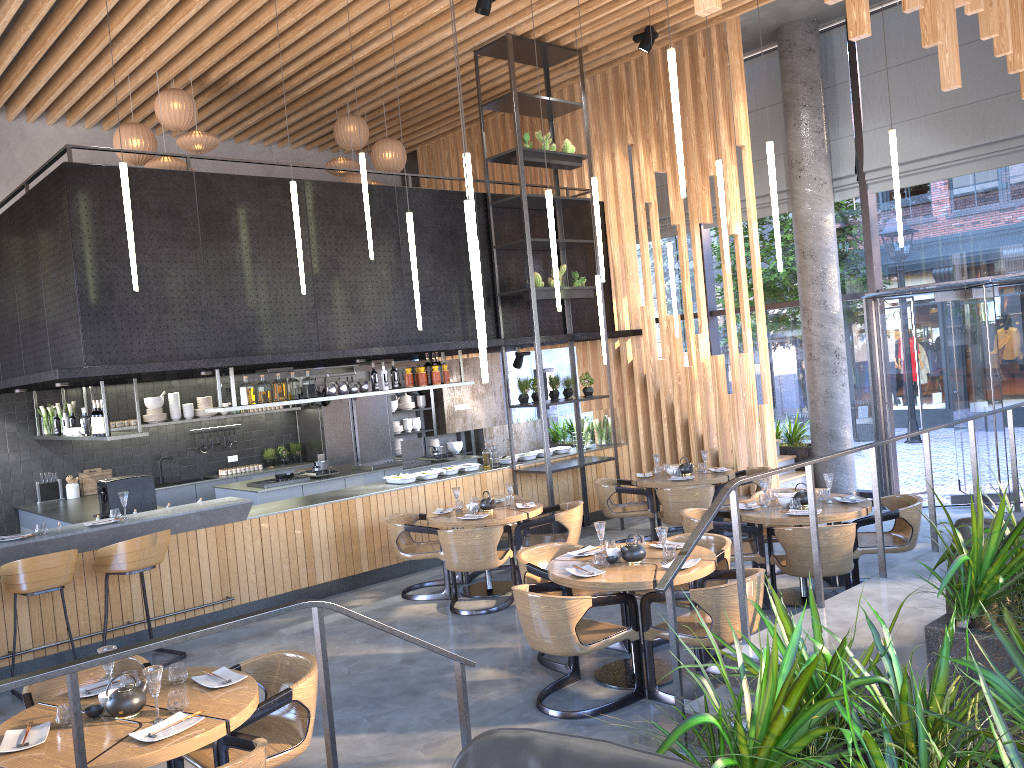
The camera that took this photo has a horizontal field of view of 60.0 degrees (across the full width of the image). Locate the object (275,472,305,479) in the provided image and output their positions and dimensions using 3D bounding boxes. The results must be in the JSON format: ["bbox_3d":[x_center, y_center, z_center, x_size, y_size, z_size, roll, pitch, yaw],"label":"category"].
[{"bbox_3d":[-2.780,1.136,11.009,0.351,0.061,0.232,-5,2,27],"label":"object"}]

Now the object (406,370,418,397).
[{"bbox_3d":[-1.377,-0.012,12.289,0.166,0.387,0.200,-6,2,-37],"label":"object"}]

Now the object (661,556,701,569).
[{"bbox_3d":[1.067,1.119,5.538,0.170,0.025,0.294,-4,2,33],"label":"object"}]

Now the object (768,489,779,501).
[{"bbox_3d":[2.196,0.935,7.459,0.086,0.086,0.086,-6,1,-10],"label":"object"}]

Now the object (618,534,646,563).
[{"bbox_3d":[0.782,1.062,5.750,0.168,0.179,0.163,-5,1,13],"label":"object"}]

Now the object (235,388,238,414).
[{"bbox_3d":[-3.315,0.187,10.659,0.024,0.337,0.068,-7,2,-41],"label":"object"}]

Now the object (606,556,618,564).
[{"bbox_3d":[0.649,1.143,5.748,0.080,0.042,0.080,-6,1,-17],"label":"object"}]

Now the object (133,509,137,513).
[{"bbox_3d":[-3.312,1.208,7.820,0.038,0.203,0.057,-6,1,-16],"label":"object"}]

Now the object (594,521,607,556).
[{"bbox_3d":[0.603,1.048,5.989,0.082,0.227,0.082,-5,1,18],"label":"object"}]

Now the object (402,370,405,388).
[{"bbox_3d":[-1.530,-0.051,12.410,0.103,0.280,0.103,-4,2,35],"label":"object"}]

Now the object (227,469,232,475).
[{"bbox_3d":[-3.986,1.236,12.516,0.062,0.078,0.062,-6,2,-36],"label":"object"}]

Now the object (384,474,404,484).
[{"bbox_3d":[-1.217,1.035,9.636,0.268,0.074,0.402,-7,2,-41],"label":"object"}]

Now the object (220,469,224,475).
[{"bbox_3d":[-4.082,1.245,12.522,0.062,0.078,0.062,-6,2,-36],"label":"object"}]

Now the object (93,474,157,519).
[{"bbox_3d":[-4.022,1.166,9.175,0.562,0.400,0.322,-7,2,-41],"label":"object"}]

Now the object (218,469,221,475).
[{"bbox_3d":[-4.129,1.248,12.576,0.062,0.078,0.062,-6,2,-36],"label":"object"}]

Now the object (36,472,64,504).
[{"bbox_3d":[-5.806,1.292,11.121,0.322,0.371,0.067,-7,2,-41],"label":"object"}]

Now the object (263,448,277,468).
[{"bbox_3d":[-3.560,1.082,13.067,0.211,0.283,0.221,-6,2,-28],"label":"object"}]

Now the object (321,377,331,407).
[{"bbox_3d":[-2.335,0.095,11.119,0.070,0.372,0.243,-7,2,-41],"label":"object"}]

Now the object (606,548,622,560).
[{"bbox_3d":[0.682,1.126,5.852,0.116,0.065,0.116,-5,1,11],"label":"object"}]

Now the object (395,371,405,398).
[{"bbox_3d":[-1.610,0.002,12.550,0.161,0.386,0.200,-6,1,-17],"label":"object"}]

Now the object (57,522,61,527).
[{"bbox_3d":[-3.787,1.261,7.442,0.042,0.203,0.076,-5,1,-8],"label":"object"}]

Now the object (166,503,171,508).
[{"bbox_3d":[-3.102,1.184,8.014,0.048,0.203,0.096,-5,1,3],"label":"object"}]

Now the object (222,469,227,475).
[{"bbox_3d":[-4.037,1.242,12.470,0.062,0.078,0.062,-6,2,-36],"label":"object"}]

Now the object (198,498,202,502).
[{"bbox_3d":[-2.894,1.159,8.224,0.100,0.203,0.040,-5,2,20],"label":"object"}]

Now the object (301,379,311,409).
[{"bbox_3d":[-2.722,0.129,11.571,0.161,0.386,0.200,-6,1,-17],"label":"object"}]

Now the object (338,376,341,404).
[{"bbox_3d":[-2.267,0.077,11.713,0.024,0.363,0.033,-7,2,-41],"label":"object"}]

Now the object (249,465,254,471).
[{"bbox_3d":[-3.738,1.208,12.734,0.062,0.078,0.062,-6,2,-36],"label":"object"}]

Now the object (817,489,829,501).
[{"bbox_3d":[2.545,0.908,7.252,0.086,0.086,0.086,-5,1,-4],"label":"object"}]

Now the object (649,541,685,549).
[{"bbox_3d":[1.063,1.105,6.086,0.170,0.025,0.294,-7,2,-44],"label":"object"}]

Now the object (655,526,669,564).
[{"bbox_3d":[0.960,1.024,5.627,0.082,0.227,0.082,-5,1,-8],"label":"object"}]

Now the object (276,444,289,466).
[{"bbox_3d":[-3.409,1.051,13.192,0.172,0.311,0.179,-6,2,-30],"label":"object"}]

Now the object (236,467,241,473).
[{"bbox_3d":[-3.886,1.225,12.603,0.062,0.078,0.062,-6,2,-36],"label":"object"}]

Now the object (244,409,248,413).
[{"bbox_3d":[-3.168,0.176,10.497,0.031,0.336,0.104,-7,2,-42],"label":"object"}]

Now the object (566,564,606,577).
[{"bbox_3d":[0.450,1.175,5.571,0.170,0.025,0.294,-6,2,-22],"label":"object"}]

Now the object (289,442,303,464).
[{"bbox_3d":[-3.243,1.004,13.321,0.186,0.367,0.196,-5,1,4],"label":"object"}]

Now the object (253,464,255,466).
[{"bbox_3d":[-3.734,1.205,12.828,0.062,0.078,0.062,-6,2,-36],"label":"object"}]

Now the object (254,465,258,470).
[{"bbox_3d":[-3.689,1.202,12.777,0.062,0.078,0.062,-6,2,-36],"label":"object"}]

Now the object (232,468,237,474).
[{"bbox_3d":[-3.936,1.230,12.559,0.062,0.078,0.062,-6,2,-36],"label":"object"}]

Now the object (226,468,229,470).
[{"bbox_3d":[-4.031,1.239,12.567,0.062,0.078,0.062,-6,2,-36],"label":"object"}]

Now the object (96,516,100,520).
[{"bbox_3d":[-3.559,1.235,7.639,0.077,0.203,0.029,-4,2,39],"label":"object"}]

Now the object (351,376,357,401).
[{"bbox_3d":[-2.056,0.049,11.476,0.031,0.336,0.104,-7,2,-42],"label":"object"}]

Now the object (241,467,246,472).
[{"bbox_3d":[-3.836,1.219,12.647,0.062,0.078,0.062,-6,2,-36],"label":"object"}]

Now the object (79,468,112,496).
[{"bbox_3d":[-5.412,1.266,11.565,0.400,0.330,0.098,-7,2,-41],"label":"object"}]

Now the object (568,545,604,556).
[{"bbox_3d":[0.539,1.153,6.122,0.294,0.025,0.170,-7,2,-44],"label":"object"}]

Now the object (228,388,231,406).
[{"bbox_3d":[-3.435,0.175,10.783,0.032,0.298,0.035,-5,1,1],"label":"object"}]

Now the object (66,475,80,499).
[{"bbox_3d":[-5.592,1.302,11.289,0.158,0.303,0.175,-6,2,-38],"label":"object"}]

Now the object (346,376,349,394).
[{"bbox_3d":[-2.130,0.039,11.564,0.038,0.306,0.062,-7,2,-41],"label":"object"}]

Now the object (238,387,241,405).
[{"bbox_3d":[-3.242,0.166,10.585,0.038,0.306,0.062,-7,2,-41],"label":"object"}]

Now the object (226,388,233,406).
[{"bbox_3d":[-3.451,0.154,10.869,0.074,0.256,0.074,-5,1,4],"label":"object"}]

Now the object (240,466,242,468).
[{"bbox_3d":[-3.881,1.222,12.698,0.062,0.078,0.062,-6,2,-36],"label":"object"}]

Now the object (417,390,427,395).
[{"bbox_3d":[-1.223,-0.032,12.098,0.070,0.372,0.243,-7,2,-41],"label":"object"}]

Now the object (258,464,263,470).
[{"bbox_3d":[-3.640,1.197,12.820,0.062,0.078,0.062,-6,2,-36],"label":"object"}]

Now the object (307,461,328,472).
[{"bbox_3d":[-2.469,1.020,11.107,0.200,0.154,0.348,-4,2,39],"label":"object"}]

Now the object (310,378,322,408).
[{"bbox_3d":[-2.489,0.115,11.310,0.166,0.387,0.200,-6,2,-37],"label":"object"}]

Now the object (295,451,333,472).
[{"bbox_3d":[-2.646,1.028,11.792,0.400,0.232,0.290,-7,2,-42],"label":"object"}]

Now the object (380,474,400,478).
[{"bbox_3d":[-1.328,1.006,9.691,0.252,0.026,0.048,-5,2,26],"label":"object"}]
